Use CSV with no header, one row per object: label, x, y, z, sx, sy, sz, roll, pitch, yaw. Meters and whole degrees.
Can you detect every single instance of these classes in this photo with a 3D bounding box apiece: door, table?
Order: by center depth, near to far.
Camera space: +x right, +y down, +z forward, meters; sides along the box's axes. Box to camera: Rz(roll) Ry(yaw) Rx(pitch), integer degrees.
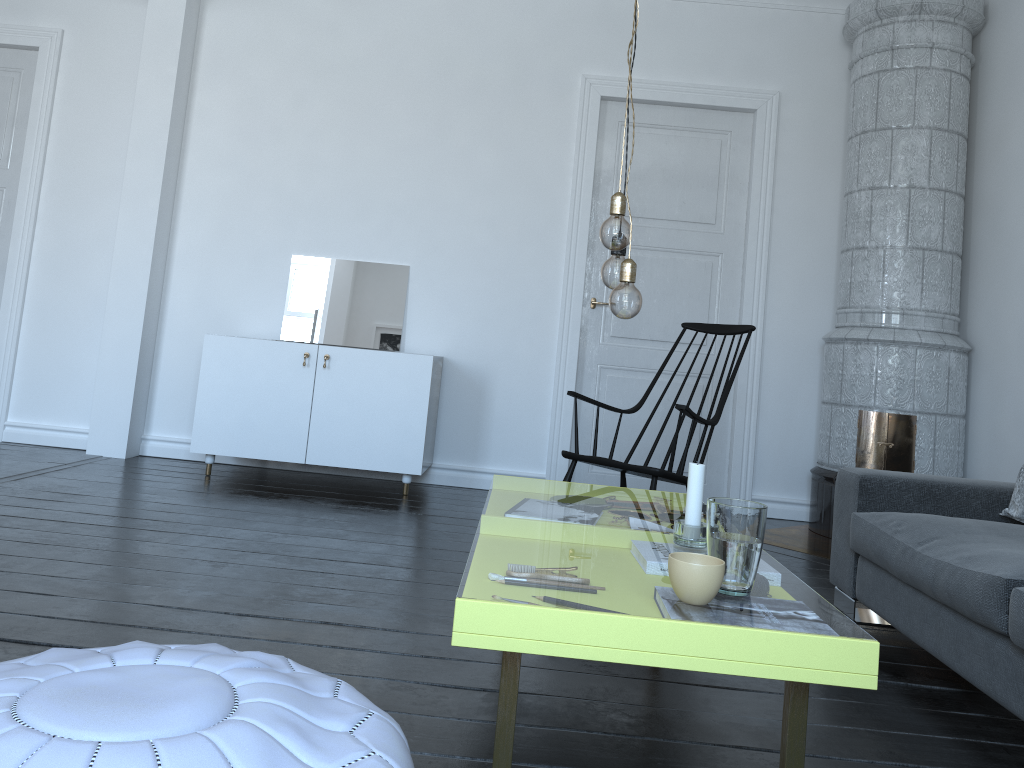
table,0.212,0.518,1.922,0.600,0.402,1.394,5,1,1
door,0.882,-0.548,5.155,1.170,2.500,0.115,5,-5,2
door,-3.350,-0.955,5.271,1.042,2.500,0.115,5,-5,2

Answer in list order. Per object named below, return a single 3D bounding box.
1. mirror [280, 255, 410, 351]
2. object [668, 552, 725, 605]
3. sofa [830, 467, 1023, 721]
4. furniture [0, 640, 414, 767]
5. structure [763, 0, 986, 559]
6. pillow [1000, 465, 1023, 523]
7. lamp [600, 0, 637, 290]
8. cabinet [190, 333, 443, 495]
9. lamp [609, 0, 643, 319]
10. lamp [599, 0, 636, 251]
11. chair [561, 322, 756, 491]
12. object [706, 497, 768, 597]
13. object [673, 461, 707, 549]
mirror,-0.970,-0.474,5.129,0.696,0.508,0.053,5,-5,2
object,0.285,0.305,1.369,0.087,0.067,0.086,5,-1,29
sofa,1.615,0.488,1.929,1.084,0.728,2.362,5,1,1
furniture,-0.399,0.509,0.856,0.614,0.423,0.607,5,-1,-4
structure,1.917,-0.645,4.601,1.257,2.919,0.778,9,-6,-43
pillow,1.742,0.263,1.883,0.479,0.495,2.044,5,1,6
lamp,0.306,-0.969,2.115,0.085,1.512,0.074,9,-7,-37
cabinet,-1.034,0.155,4.789,1.200,0.743,0.586,5,-3,1
lamp,0.310,-0.893,2.008,0.089,1.512,0.073,3,-6,25
lamp,0.301,-1.050,2.058,0.073,1.512,0.074,10,-7,-42
chair,0.613,0.206,3.705,0.897,1.015,0.613,8,-4,-44
object,0.368,0.270,1.458,0.097,0.147,0.097,8,-4,-38
object,0.378,0.248,1.831,0.075,0.175,0.074,2,-5,36
